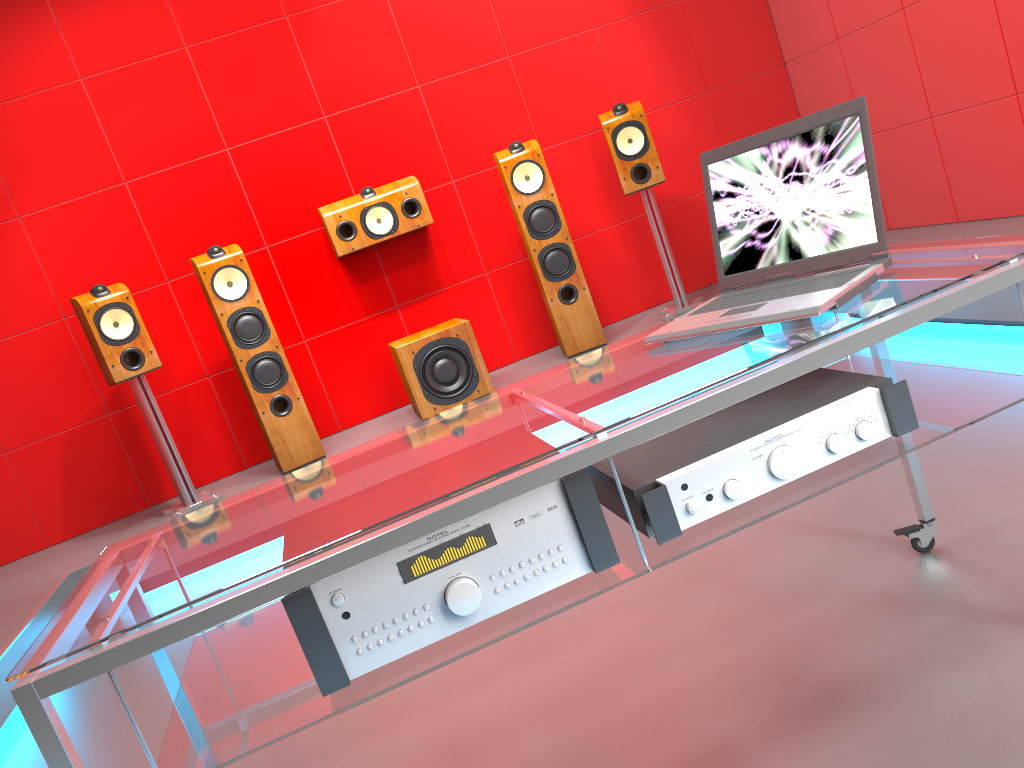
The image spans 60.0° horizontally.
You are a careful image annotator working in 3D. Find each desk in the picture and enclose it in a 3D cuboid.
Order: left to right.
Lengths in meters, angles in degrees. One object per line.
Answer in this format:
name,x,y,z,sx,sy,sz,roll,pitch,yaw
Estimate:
desk,0.151,0.358,1.484,1.617,0.690,0.594,-22,10,-10

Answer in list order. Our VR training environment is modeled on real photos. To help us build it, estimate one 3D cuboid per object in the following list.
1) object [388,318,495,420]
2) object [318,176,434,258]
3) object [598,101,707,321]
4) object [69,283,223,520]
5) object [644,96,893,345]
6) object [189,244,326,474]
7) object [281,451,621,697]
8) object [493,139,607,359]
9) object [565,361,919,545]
object,-0.339,-0.077,4.212,0.360,0.360,0.360,-22,10,-10
object,-0.678,-0.837,4.387,0.493,0.271,0.235,-22,10,-10
object,0.689,-0.860,4.378,0.231,1.058,0.265,-18,10,9
object,-1.622,0.068,3.924,0.231,1.058,0.265,-26,12,-30
object,0.414,-0.273,1.524,0.340,0.285,0.342,-29,13,-40
object,-1.150,-0.119,4.018,0.203,1.052,0.238,-24,11,-20
object,-0.109,0.248,1.343,0.431,0.158,0.371,-22,10,-10
object,0.183,-0.658,4.302,0.203,1.052,0.238,-20,10,0
object,0.350,0.098,1.441,0.435,0.092,0.365,-22,10,-10
